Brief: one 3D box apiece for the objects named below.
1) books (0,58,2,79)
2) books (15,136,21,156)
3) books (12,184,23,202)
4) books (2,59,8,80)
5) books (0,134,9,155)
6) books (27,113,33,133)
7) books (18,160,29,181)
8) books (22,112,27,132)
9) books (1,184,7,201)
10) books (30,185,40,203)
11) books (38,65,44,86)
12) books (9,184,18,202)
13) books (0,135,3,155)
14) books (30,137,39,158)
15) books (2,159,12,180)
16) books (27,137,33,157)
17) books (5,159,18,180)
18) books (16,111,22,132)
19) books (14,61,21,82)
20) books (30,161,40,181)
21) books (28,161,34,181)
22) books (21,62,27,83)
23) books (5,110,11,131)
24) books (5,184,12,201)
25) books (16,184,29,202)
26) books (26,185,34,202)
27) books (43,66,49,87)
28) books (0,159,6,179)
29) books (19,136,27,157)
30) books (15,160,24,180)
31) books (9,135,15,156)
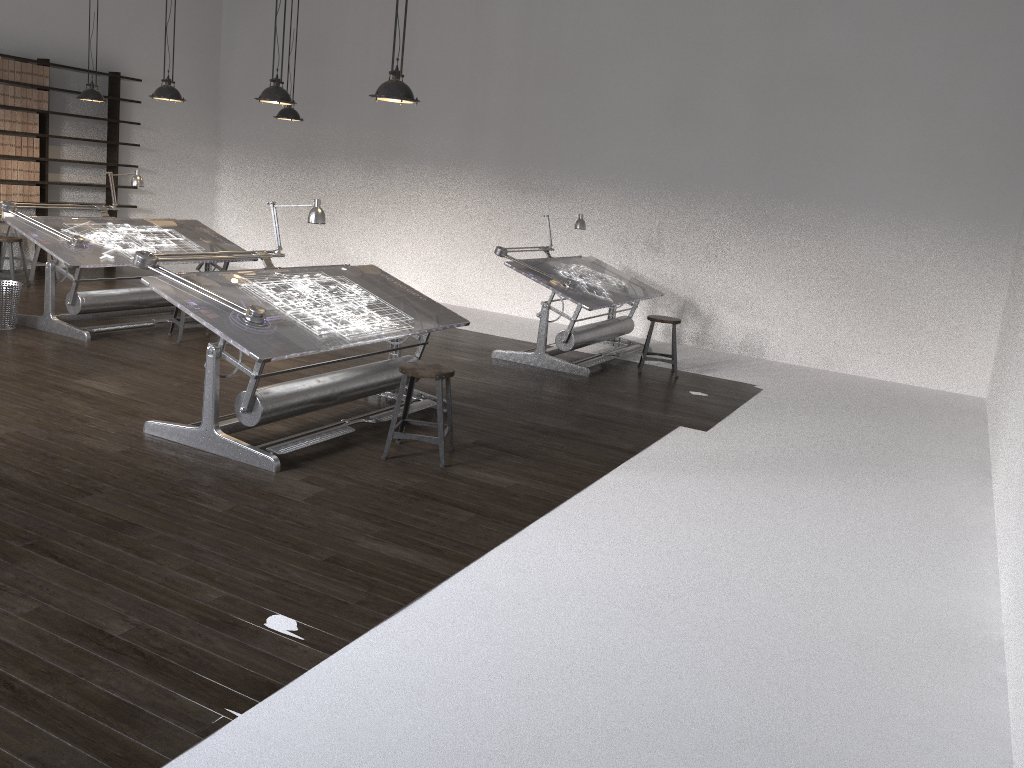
[{"bbox_3d":[-5.726,-3.493,9.802,0.175,0.224,0.067,11,11,26],"label":"books"},{"bbox_3d":[-5.708,-2.727,10.139,0.175,0.224,0.067,11,11,26],"label":"books"},{"bbox_3d":[-5.745,-2.194,10.255,0.175,0.224,0.067,11,11,26],"label":"books"},{"bbox_3d":[-5.696,-3.504,9.864,0.175,0.224,0.067,11,11,26],"label":"books"},{"bbox_3d":[-5.772,-2.705,10.013,0.175,0.224,0.067,11,11,26],"label":"books"},{"bbox_3d":[-5.613,-3.018,10.218,0.175,0.224,0.067,11,11,26],"label":"books"},{"bbox_3d":[-5.684,-2.473,10.269,0.175,0.224,0.067,11,11,26],"label":"books"},{"bbox_3d":[-5.646,-3.007,10.156,0.175,0.224,0.067,11,11,26],"label":"books"},{"bbox_3d":[-5.835,-2.164,10.082,0.175,0.224,0.067,11,11,26],"label":"books"},{"bbox_3d":[-5.650,-2.224,10.436,0.175,0.224,0.067,11,11,26],"label":"books"},{"bbox_3d":[-5.502,-3.567,10.236,0.175,0.224,0.067,11,11,26],"label":"books"},{"bbox_3d":[-5.778,-2.184,10.198,0.175,0.223,0.067,11,11,26],"label":"books"},{"bbox_3d":[-5.805,-2.695,9.951,0.175,0.224,0.067,11,11,26],"label":"books"},{"bbox_3d":[-5.602,-2.760,10.336,0.175,0.223,0.067,11,11,26],"label":"books"},{"bbox_3d":[-5.787,-2.443,10.088,0.175,0.224,0.067,11,11,26],"label":"books"},{"bbox_3d":[-5.639,-2.749,10.270,0.175,0.223,0.067,11,11,26],"label":"books"},{"bbox_3d":[-5.751,-2.453,10.148,0.175,0.224,0.067,11,11,26],"label":"books"},{"bbox_3d":[-5.672,-2.996,10.094,0.175,0.224,0.067,11,11,26],"label":"books"},{"bbox_3d":[-5.624,-3.524,9.986,0.175,0.224,0.067,11,11,26],"label":"books"},{"bbox_3d":[-5.628,-2.494,10.389,0.175,0.224,0.067,11,11,26],"label":"books"},{"bbox_3d":[-5.659,-2.484,10.327,0.175,0.223,0.067,11,11,26],"label":"books"},{"bbox_3d":[-5.591,-3.535,10.050,0.175,0.224,0.067,11,11,26],"label":"books"},{"bbox_3d":[-5.734,-2.977,9.981,0.175,0.223,0.067,11,11,26],"label":"books"},{"bbox_3d":[-5.808,-2.175,10.143,0.175,0.223,0.067,11,11,26],"label":"books"},{"bbox_3d":[-5.717,-2.205,10.319,0.175,0.224,0.067,11,11,26],"label":"books"},{"bbox_3d":[-5.686,-2.216,10.381,0.175,0.224,0.067,11,11,26],"label":"books"},{"bbox_3d":[-5.466,-3.577,10.296,0.175,0.224,0.067,11,11,26],"label":"books"},{"bbox_3d":[-5.817,-2.432,10.026,0.175,0.224,0.067,11,11,26],"label":"books"},{"bbox_3d":[-5.668,-2.737,10.202,0.175,0.224,0.067,11,11,26],"label":"books"},{"bbox_3d":[-5.715,-2.463,10.210,0.175,0.224,0.067,11,11,26],"label":"books"},{"bbox_3d":[-5.736,-2.715,10.074,0.175,0.224,0.067,11,11,26],"label":"books"}]
